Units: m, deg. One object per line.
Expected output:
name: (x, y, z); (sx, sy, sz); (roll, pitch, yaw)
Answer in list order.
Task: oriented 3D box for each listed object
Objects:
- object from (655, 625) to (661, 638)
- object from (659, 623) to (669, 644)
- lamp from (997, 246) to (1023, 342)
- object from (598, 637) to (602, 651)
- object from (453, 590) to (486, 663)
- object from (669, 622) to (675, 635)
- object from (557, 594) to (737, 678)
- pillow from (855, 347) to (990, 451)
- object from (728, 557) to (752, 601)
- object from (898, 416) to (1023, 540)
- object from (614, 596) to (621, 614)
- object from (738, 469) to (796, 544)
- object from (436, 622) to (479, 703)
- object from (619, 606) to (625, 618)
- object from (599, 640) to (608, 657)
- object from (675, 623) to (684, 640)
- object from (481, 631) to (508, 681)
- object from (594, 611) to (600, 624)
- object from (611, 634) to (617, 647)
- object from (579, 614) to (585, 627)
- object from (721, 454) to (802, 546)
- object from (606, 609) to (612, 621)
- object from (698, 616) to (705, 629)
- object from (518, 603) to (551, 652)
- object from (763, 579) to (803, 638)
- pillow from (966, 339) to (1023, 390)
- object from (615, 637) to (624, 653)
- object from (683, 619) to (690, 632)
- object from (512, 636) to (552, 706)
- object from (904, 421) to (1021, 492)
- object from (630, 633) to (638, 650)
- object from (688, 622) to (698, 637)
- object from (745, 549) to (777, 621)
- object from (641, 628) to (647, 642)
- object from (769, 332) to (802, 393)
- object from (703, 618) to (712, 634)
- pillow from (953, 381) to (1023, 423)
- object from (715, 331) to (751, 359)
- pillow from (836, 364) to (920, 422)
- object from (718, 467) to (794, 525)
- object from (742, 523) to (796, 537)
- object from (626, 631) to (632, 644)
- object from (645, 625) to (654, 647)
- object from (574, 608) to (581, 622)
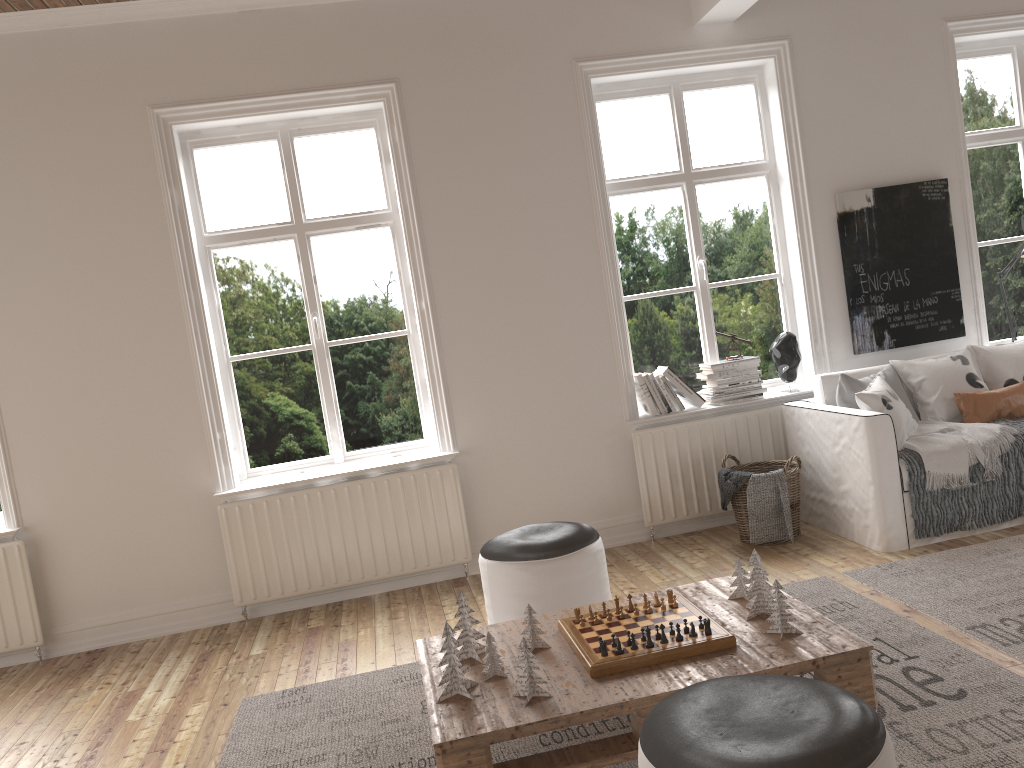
object: (0.421, 0.714, 2.564); (0.017, 0.037, 0.017); (-8, 4, 10)
object: (0.429, 0.707, 2.520); (0.025, 0.055, 0.025); (-7, 4, 23)
lamp: (2.946, -0.532, 5.115); (0.196, 0.703, 0.439); (-9, 4, -9)
object: (0.254, 0.742, 2.538); (0.017, 0.037, 0.017); (-11, 5, -28)
object: (-0.142, 0.734, 2.719); (0.108, 0.213, 0.109); (-8, 4, 16)
object: (0.463, 0.707, 2.570); (0.017, 0.037, 0.017); (-8, 4, 10)
object: (0.389, 0.749, 2.672); (0.429, 0.036, 0.429); (-9, 4, -9)
pillow: (2.043, 0.092, 4.468); (1.020, 0.414, 0.417); (-11, 5, -27)
object: (0.744, 0.625, 2.881); (0.079, 0.137, 0.075); (-5, 5, 40)
object: (2.570, 0.363, 4.424); (1.680, 0.423, 0.651); (-9, 4, -8)
object: (0.334, 0.699, 2.815); (0.025, 0.058, 0.025); (-6, 5, 36)
object: (1.285, 0.594, 4.505); (0.290, 0.356, 0.349); (-7, 4, 20)
object: (-0.166, 0.759, 2.462); (0.106, 0.208, 0.107); (-8, 4, 7)
object: (0.344, 0.712, 2.773); (0.017, 0.037, 0.017); (-8, 4, 10)
object: (0.258, 0.743, 2.492); (0.019, 0.040, 0.019); (-10, 4, -13)
object: (0.474, 0.703, 2.527); (0.022, 0.047, 0.022); (-7, 4, 23)
object: (-0.062, 0.774, 2.554); (0.072, 0.132, 0.076); (-9, 4, -8)
object: (0.262, 0.725, 2.759); (0.017, 0.037, 0.017); (-8, 4, 10)
object: (0.292, 0.735, 2.546); (0.017, 0.037, 0.017); (-8, 4, 10)
object: (0.217, 0.733, 2.751); (0.017, 0.037, 0.017); (-8, 4, 10)
object: (1.296, 0.577, 4.546); (0.393, 0.432, 0.393); (-8, 4, 13)
object: (0.302, 0.719, 2.766); (0.017, 0.037, 0.017); (-8, 4, 10)
object: (0.550, 0.693, 2.583); (0.017, 0.037, 0.017); (-8, 4, 10)
object: (0.058, 0.740, 2.715); (0.077, 0.141, 0.082); (-11, 5, -27)
object: (0.765, 0.634, 2.535); (0.082, 0.160, 0.082); (-10, 4, -20)
pillow: (2.958, -0.065, 4.585); (1.081, 0.450, 0.403); (-8, 4, 15)
object: (0.300, 0.734, 2.501); (0.026, 0.044, 0.026); (-6, 5, 36)
object: (0.505, 0.700, 2.577); (0.017, 0.037, 0.017); (-8, 4, 10)
object: (0.043, 0.754, 2.370); (0.085, 0.166, 0.085); (-10, 4, -23)
object: (2.118, 0.300, 4.357); (0.588, 0.255, 0.729); (-9, 4, -5)
object: (0.343, 0.725, 2.507); (0.022, 0.047, 0.022); (-12, 5, -41)
object: (0.515, 0.698, 2.535); (0.026, 0.044, 0.026); (-6, 5, 36)
object: (0.758, 0.601, 2.711); (0.111, 0.204, 0.118); (-8, 4, 15)
object: (0.378, 0.721, 2.556); (0.017, 0.037, 0.017); (-8, 4, 10)
object: (1.546, -0.124, 4.997); (0.171, 0.340, 0.177); (-7, 5, 27)
object: (0.560, 0.693, 2.540); (0.019, 0.040, 0.019); (-7, 4, 25)
pillow: (2.452, 0.118, 4.479); (0.414, 0.220, 0.116); (-9, 4, -8)
object: (1.236, -0.226, 4.942); (0.092, 0.161, 0.177); (-12, 5, -41)
pillow: (1.843, 0.119, 4.521); (0.541, 0.431, 0.282); (-12, 5, -35)
object: (1.228, 0.584, 4.524); (0.367, 0.332, 0.303); (-10, 4, -18)
object: (1.316, 0.687, 4.558); (0.291, 0.186, 0.280); (-10, 4, -23)
object: (0.337, 0.728, 2.553); (0.017, 0.037, 0.017); (-8, 4, 10)
object: (0.387, 0.712, 2.512); (0.025, 0.058, 0.025); (-6, 5, 36)
object: (0.208, 0.729, 2.796); (0.019, 0.040, 0.019); (-10, 4, -13)
